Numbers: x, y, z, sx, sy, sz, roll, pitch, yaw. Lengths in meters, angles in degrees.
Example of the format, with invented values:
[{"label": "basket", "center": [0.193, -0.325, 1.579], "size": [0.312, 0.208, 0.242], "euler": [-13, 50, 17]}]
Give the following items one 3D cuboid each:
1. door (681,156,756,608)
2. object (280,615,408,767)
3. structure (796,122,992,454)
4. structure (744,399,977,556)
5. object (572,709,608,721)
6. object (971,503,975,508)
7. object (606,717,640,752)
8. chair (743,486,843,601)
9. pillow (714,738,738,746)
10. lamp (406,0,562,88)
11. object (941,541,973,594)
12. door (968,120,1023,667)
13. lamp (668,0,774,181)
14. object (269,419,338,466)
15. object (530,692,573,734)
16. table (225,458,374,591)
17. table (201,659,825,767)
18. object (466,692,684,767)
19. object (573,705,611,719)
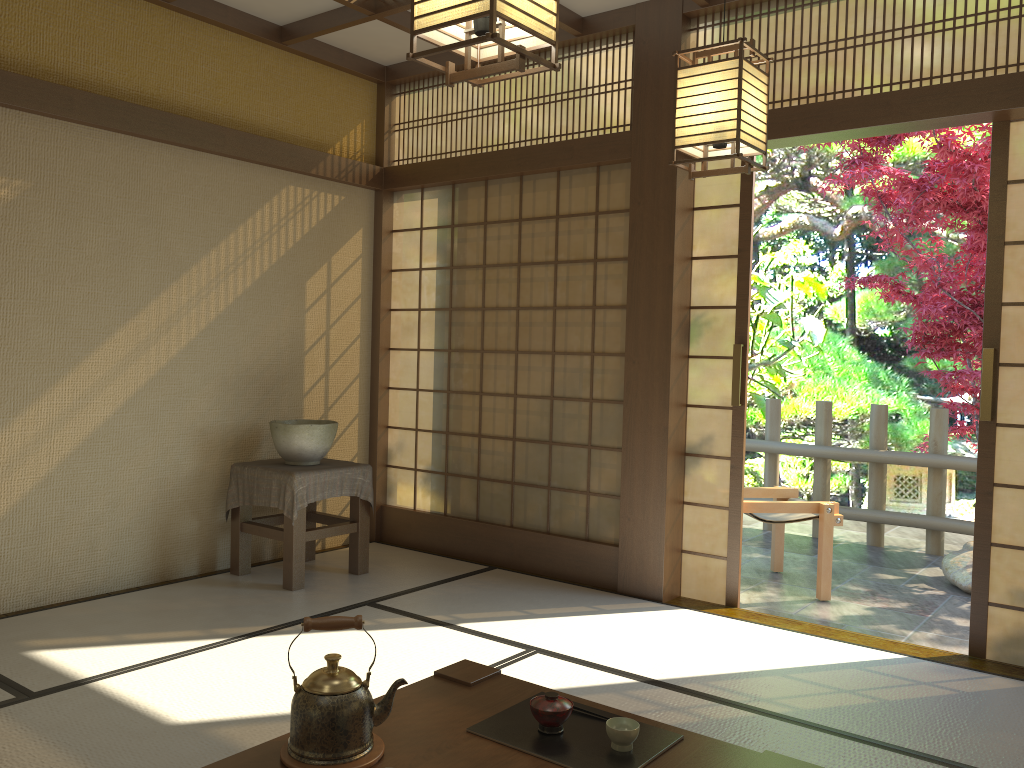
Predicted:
[{"label": "door", "center": [0.384, -0.041, 4.901], "size": [1.894, 2.380, 0.073], "euler": [3, 2, 37]}, {"label": "object", "center": [-0.378, 0.644, 1.897], "size": [0.219, 0.296, 0.226], "euler": [3, 2, 32]}, {"label": "structure", "center": [3.551, -0.671, 6.800], "size": [3.045, 4.004, 3.412], "euler": [1, 2, -20]}, {"label": "structure", "center": [3.639, 0.759, 5.704], "size": [7.456, 1.136, 0.245], "euler": [3, 2, 37]}, {"label": "object", "center": [0.170, 0.789, 2.128], "size": [0.200, 0.008, 0.008], "euler": [3, 2, 33]}, {"label": "object", "center": [3.296, 0.557, 5.166], "size": [0.586, 1.362, 1.032], "euler": [1, 2, -27]}, {"label": "object", "center": [0.243, 0.774, 1.954], "size": [0.073, 0.052, 0.074], "euler": [1, 2, -9]}, {"label": "chair", "center": [1.442, 0.878, 5.204], "size": [0.704, 0.598, 0.698], "euler": [1, 2, -6]}, {"label": "pillow", "center": [0.493, 1.102, 2.461], "size": [0.496, 0.107, 0.486], "euler": [3, 2, 31]}, {"label": "lamp", "center": [-0.043, -1.202, 1.836], "size": [0.240, 1.129, 0.240], "euler": [3, 2, 37]}, {"label": "object", "center": [3.228, 1.106, 5.208], "size": [1.260, 0.276, 1.147], "euler": [3, 2, 33]}, {"label": "door", "center": [2.705, 0.082, 3.130], "size": [1.894, 2.380, 0.073], "euler": [3, 2, 37]}, {"label": "lamp", "center": [0.664, -1.212, 2.761], "size": [0.240, 1.129, 0.240], "euler": [3, 2, 37]}, {"label": "object", "center": [-1.113, 0.313, 4.734], "size": [0.358, 0.230, 0.357], "euler": [2, 2, 7]}, {"label": "object", "center": [0.090, 0.750, 2.032], "size": [0.100, 0.080, 0.100], "euler": [3, 2, 37]}, {"label": "table", "center": [-1.135, 0.720, 4.755], "size": [0.633, 0.595, 0.629], "euler": [3, 2, 37]}, {"label": "table", "center": [-0.043, 0.970, 1.789], "size": [1.000, 0.350, 1.000], "euler": [3, 2, 37]}, {"label": "object", "center": [0.144, 0.799, 2.027], "size": [0.400, 0.007, 0.300], "euler": [3, 2, 37]}, {"label": "object", "center": [0.181, 0.788, 2.141], "size": [0.200, 0.008, 0.008], "euler": [3, 2, 38]}]
